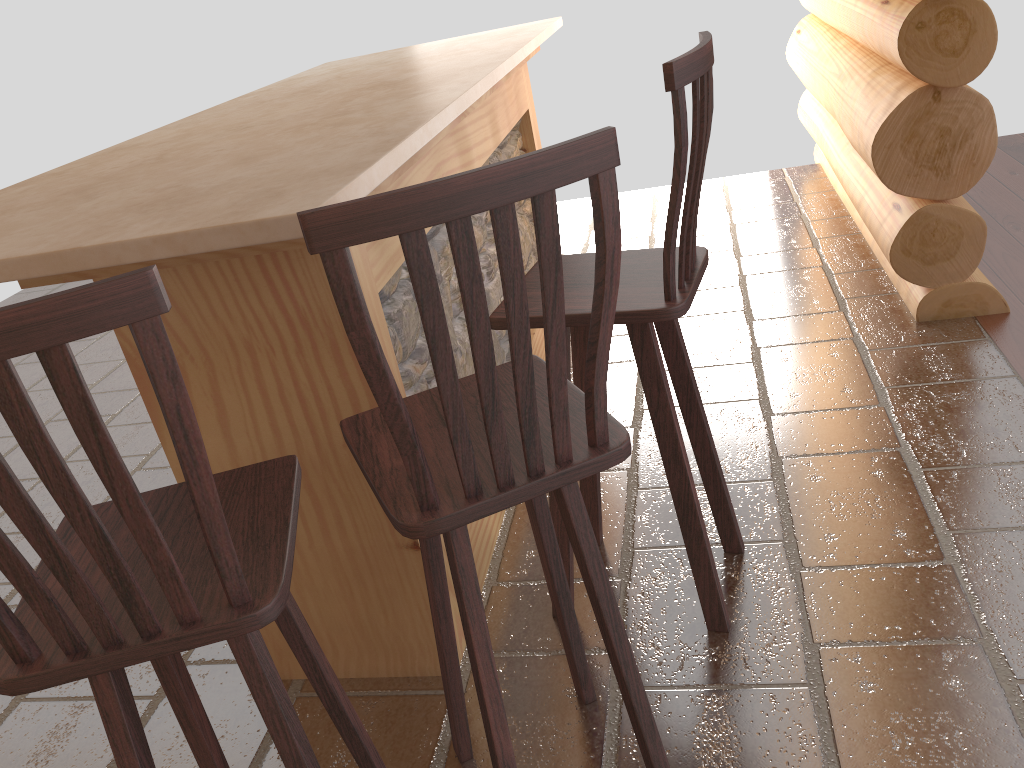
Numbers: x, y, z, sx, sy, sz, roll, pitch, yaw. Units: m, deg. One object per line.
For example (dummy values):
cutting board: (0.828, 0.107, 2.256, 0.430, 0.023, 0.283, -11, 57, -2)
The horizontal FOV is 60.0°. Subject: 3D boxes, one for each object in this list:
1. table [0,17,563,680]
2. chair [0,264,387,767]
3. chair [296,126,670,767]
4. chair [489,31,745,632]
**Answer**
table: (-0.487, -0.370, 3.121, 1.196, 1.257, 3.220, -6, 26, 13)
chair: (-0.475, 0.431, 1.362, 0.406, 1.319, 0.504, -14, 25, -5)
chair: (-0.011, 0.255, 1.522, 0.406, 1.319, 0.504, -19, 26, -15)
chair: (0.267, -0.062, 2.062, 0.504, 1.319, 0.406, -1, 27, 22)
